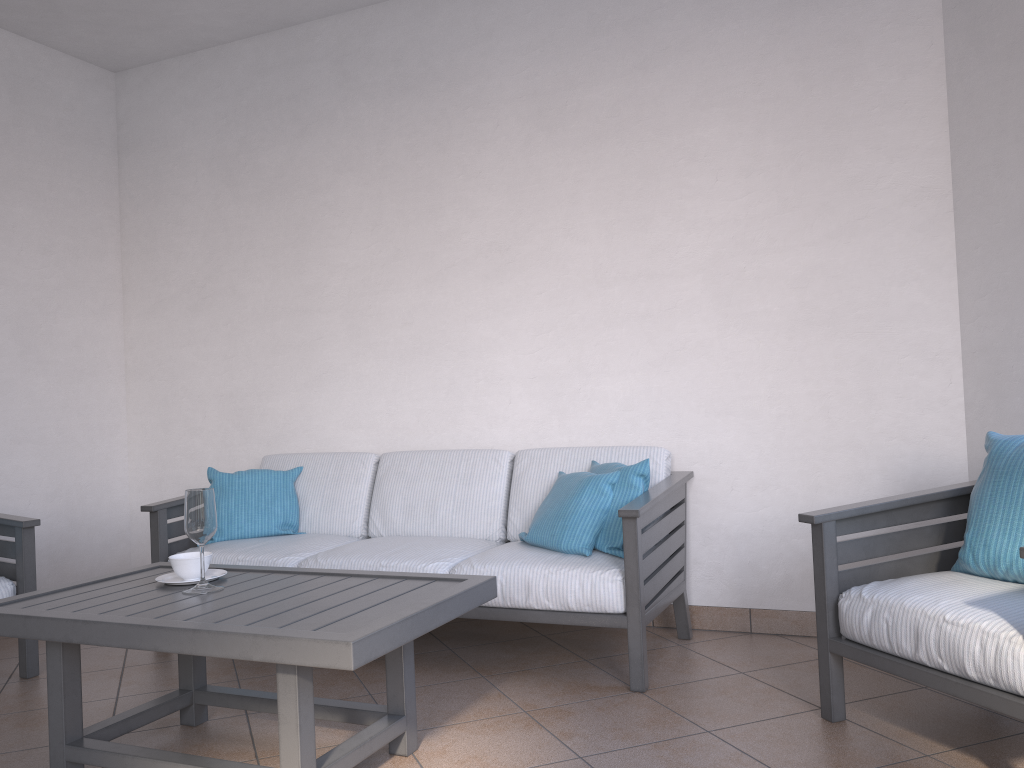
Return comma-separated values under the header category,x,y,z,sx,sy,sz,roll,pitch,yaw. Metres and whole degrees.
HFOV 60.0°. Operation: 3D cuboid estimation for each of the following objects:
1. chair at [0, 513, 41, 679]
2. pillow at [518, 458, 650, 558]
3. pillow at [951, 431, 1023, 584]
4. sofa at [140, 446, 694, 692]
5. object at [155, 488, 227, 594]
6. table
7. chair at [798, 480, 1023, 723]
category,x,y,z,sx,sy,sz,roll,pitch,yaw
chair,-2.333,0.747,3.226,0.807,0.765,0.797,-3,-2,29
pillow,0.266,0.465,3.314,0.377,0.370,0.543,-2,-1,-26
pillow,1.450,0.341,2.403,0.316,0.426,0.510,-2,-1,-23
sofa,-0.404,0.672,3.652,2.161,0.765,0.807,-3,-1,24
object,-0.947,0.444,2.595,0.203,0.284,0.337,-2,-1,-15
table,-0.752,0.805,2.417,1.260,0.473,0.710,-3,-1,24
chair,1.365,0.563,2.367,0.807,0.765,0.797,-2,-1,-21
